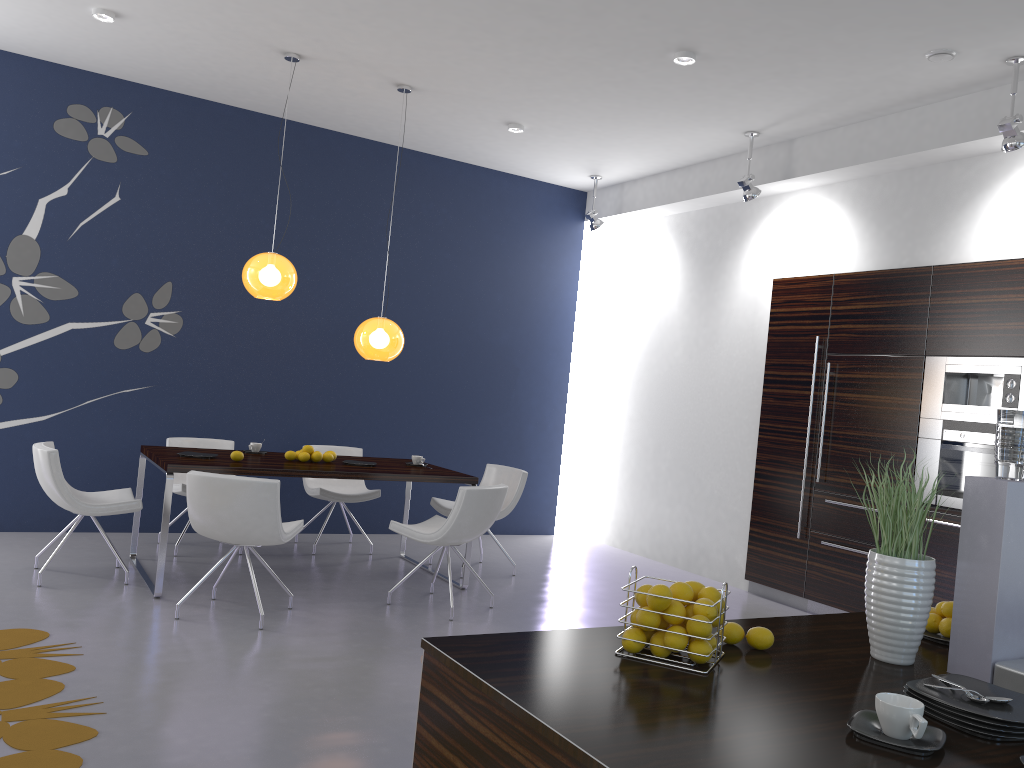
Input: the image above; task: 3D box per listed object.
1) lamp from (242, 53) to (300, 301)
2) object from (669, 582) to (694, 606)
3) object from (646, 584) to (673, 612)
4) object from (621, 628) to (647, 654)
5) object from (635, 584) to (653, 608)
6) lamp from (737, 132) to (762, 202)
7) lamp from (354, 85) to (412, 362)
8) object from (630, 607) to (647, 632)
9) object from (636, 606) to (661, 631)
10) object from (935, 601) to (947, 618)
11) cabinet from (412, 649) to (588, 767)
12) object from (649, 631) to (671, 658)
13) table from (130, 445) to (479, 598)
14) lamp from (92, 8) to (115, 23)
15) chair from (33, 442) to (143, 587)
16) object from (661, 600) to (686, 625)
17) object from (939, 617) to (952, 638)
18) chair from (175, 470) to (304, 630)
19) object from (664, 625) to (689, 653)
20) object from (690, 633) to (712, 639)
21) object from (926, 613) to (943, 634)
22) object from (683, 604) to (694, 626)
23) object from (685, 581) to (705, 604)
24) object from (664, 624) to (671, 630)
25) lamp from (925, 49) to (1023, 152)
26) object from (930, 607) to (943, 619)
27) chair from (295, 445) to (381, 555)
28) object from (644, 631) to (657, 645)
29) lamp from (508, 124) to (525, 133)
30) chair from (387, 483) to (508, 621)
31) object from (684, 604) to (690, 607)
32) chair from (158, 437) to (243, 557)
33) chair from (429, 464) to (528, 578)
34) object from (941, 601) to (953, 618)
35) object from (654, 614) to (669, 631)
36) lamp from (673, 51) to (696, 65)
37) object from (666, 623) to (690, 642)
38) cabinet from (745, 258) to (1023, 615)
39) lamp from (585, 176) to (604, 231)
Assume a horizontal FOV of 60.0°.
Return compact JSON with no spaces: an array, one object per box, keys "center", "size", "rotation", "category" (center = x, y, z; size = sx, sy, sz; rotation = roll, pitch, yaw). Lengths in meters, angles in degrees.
[{"center":[-1.555,-1.388,5.946],"size":[0.358,1.645,0.359],"rotation":[6,-1,-19],"category":"lamp"},{"center":[0.367,0.459,1.936],"size":[0.051,0.053,0.063],"rotation":[6,-1,-29],"category":"object"},{"center":[0.313,0.454,1.882],"size":[0.050,0.060,0.059],"rotation":[6,-1,-30],"category":"object"},{"center":[0.261,0.549,1.899],"size":[0.053,0.052,0.062],"rotation":[6,-1,9],"category":"object"},{"center":[0.297,0.467,1.948],"size":[0.051,0.053,0.063],"rotation":[6,-1,-17],"category":"object"},{"center":[1.796,-1.620,6.658],"size":[0.185,0.511,0.150],"rotation":[6,-1,-30],"category":"lamp"},{"center":[-0.868,-1.150,6.358],"size":[0.359,1.974,0.358],"rotation":[6,-1,-25],"category":"lamp"},{"center":[0.289,0.517,1.952],"size":[0.051,0.055,0.061],"rotation":[5,-1,39],"category":"object"},{"center":[0.291,0.502,1.893],"size":[0.053,0.054,0.061],"rotation":[5,-1,16],"category":"object"},{"center":[1.155,0.601,2.357],"size":[0.061,0.047,0.053],"rotation":[6,-1,-27],"category":"object"},{"center":[1.504,1.134,2.138],"size":[3.285,0.852,1.377],"rotation":[6,-1,-30],"category":"cabinet"},{"center":[0.320,0.557,1.899],"size":[0.050,0.055,0.061],"rotation":[5,-1,15],"category":"object"},{"center":[-1.429,0.924,6.122],"size":[2.046,0.783,1.127],"rotation":[6,-1,-30],"category":"table"},{"center":[-2.548,-2.300,5.532],"size":[0.132,0.035,0.132],"rotation":[6,-1,-30],"category":"lamp"},{"center":[-2.646,0.786,5.469],"size":[0.620,0.805,0.508],"rotation":[6,-1,-30],"category":"chair"},{"center":[0.345,0.488,1.896],"size":[0.055,0.051,0.061],"rotation":[6,-1,-36],"category":"object"},{"center":[1.127,0.628,2.282],"size":[0.051,0.053,0.063],"rotation":[6,-1,10],"category":"object"},{"center":[-1.516,0.892,4.971],"size":[0.508,0.805,0.620],"rotation":[6,-1,5],"category":"chair"},{"center":[0.345,0.535,1.863],"size":[0.052,0.053,0.062],"rotation":[6,-1,7],"category":"object"},{"center":[0.417,0.558,1.970],"size":[0.060,0.057,0.052],"rotation":[6,-1,-28],"category":"object"},{"center":[1.112,0.631,2.338],"size":[0.052,0.054,0.061],"rotation":[5,-1,37],"category":"object"},{"center":[0.395,0.506,1.927],"size":[0.064,0.053,0.051],"rotation":[6,-1,-27],"category":"object"},{"center":[0.406,0.466,1.980],"size":[0.063,0.051,0.053],"rotation":[5,-1,17],"category":"object"},{"center":[0.358,0.558,1.985],"size":[0.064,0.063,0.074],"rotation":[6,-1,-10],"category":"object"},{"center":[2.589,-1.560,4.939],"size":[0.605,0.511,0.171],"rotation":[6,-1,2],"category":"lamp"},{"center":[1.133,0.633,2.399],"size":[0.070,0.058,0.060],"rotation":[6,-1,-31],"category":"object"},{"center":[-1.418,0.926,7.179],"size":[0.508,0.805,0.620],"rotation":[6,-1,-30],"category":"chair"},{"center":[0.300,0.554,1.977],"size":[0.051,0.053,0.063],"rotation":[6,-1,-22],"category":"object"},{"center":[0.033,-2.029,7.037],"size":[0.132,0.035,0.132],"rotation":[5,-1,17],"category":"lamp"},{"center":[-0.392,1.009,5.615],"size":[0.620,0.805,0.508],"rotation":[5,-1,30],"category":"chair"},{"center":[0.381,0.509,1.982],"size":[0.052,0.053,0.062],"rotation":[5,-1,32],"category":"object"},{"center":[-2.312,0.832,6.656],"size":[0.508,0.805,0.620],"rotation":[6,-1,-35],"category":"chair"},{"center":[-0.253,1.037,6.867],"size":[0.620,0.805,0.508],"rotation":[6,-1,-35],"category":"chair"},{"center":[1.149,0.589,2.304],"size":[0.063,0.048,0.053],"rotation":[5,-1,26],"category":"object"},{"center":[0.320,0.516,1.948],"size":[0.051,0.053,0.062],"rotation":[6,-1,-22],"category":"object"},{"center":[1.034,-1.949,5.308],"size":[0.132,0.035,0.132],"rotation":[5,-1,13],"category":"lamp"},{"center":[0.361,0.552,1.942],"size":[0.057,0.060,0.052],"rotation":[6,-1,-24],"category":"object"},{"center":[3.100,0.502,5.629],"size":[0.669,2.500,3.600],"rotation":[6,-1,-30],"category":"cabinet"},{"center":[0.795,-1.699,8.387],"size":[0.185,0.511,0.150],"rotation":[6,-1,-30],"category":"lamp"}]
